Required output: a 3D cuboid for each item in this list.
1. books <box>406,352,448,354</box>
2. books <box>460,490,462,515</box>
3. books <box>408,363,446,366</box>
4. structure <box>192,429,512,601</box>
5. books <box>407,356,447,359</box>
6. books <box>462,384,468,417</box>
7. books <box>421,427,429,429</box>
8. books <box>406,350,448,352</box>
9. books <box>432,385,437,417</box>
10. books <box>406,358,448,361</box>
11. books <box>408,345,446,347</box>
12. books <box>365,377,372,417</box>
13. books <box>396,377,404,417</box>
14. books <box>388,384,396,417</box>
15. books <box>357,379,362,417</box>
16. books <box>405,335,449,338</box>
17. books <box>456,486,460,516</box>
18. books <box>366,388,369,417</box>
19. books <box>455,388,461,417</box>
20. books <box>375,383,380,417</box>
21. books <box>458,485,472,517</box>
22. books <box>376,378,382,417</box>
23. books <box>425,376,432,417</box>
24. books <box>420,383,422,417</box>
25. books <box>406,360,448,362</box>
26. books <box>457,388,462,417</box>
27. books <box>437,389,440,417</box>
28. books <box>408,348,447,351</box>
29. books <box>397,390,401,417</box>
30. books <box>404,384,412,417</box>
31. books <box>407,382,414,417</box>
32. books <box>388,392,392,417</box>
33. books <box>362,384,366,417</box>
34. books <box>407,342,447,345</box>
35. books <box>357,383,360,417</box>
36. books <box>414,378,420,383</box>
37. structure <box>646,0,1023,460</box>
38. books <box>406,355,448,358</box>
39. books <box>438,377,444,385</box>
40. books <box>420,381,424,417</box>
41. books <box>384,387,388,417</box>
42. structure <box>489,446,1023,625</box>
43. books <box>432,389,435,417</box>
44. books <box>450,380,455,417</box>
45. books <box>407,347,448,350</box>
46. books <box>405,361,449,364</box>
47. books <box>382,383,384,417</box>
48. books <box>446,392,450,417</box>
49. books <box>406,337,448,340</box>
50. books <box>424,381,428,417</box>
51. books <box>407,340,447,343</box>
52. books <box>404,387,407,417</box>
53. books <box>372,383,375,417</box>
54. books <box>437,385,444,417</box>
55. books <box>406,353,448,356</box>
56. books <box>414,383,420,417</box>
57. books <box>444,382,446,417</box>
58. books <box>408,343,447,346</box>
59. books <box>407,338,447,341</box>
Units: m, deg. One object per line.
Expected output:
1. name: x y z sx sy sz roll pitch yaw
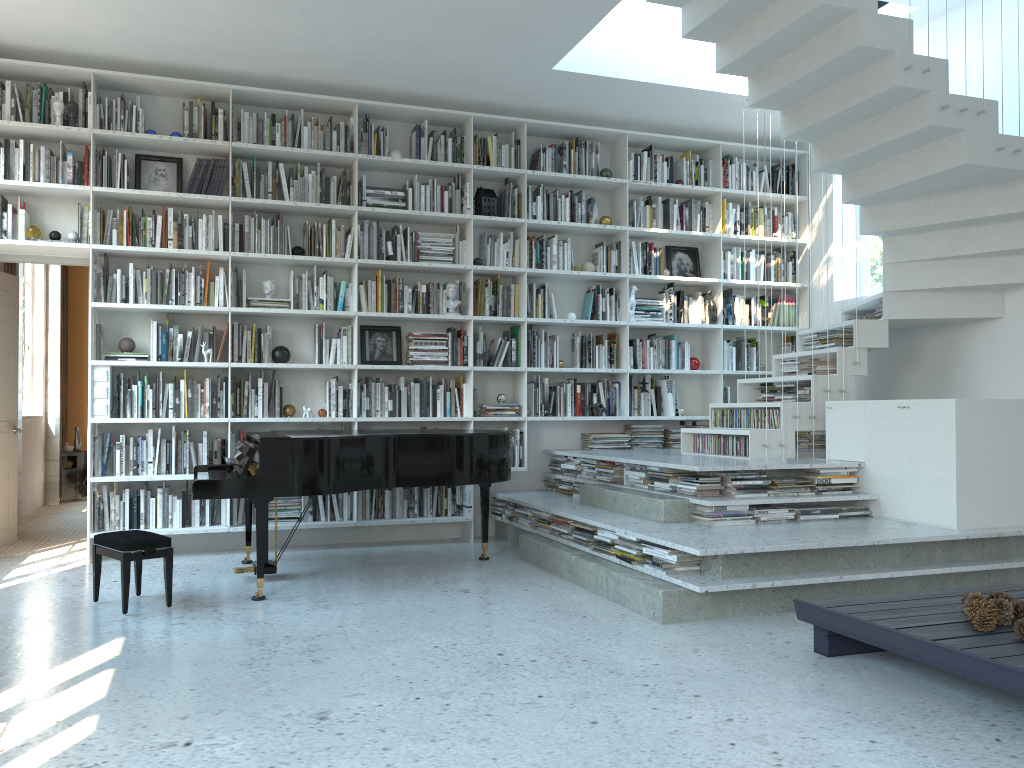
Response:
1. books: -0.629 -0.224 6.532 0.285 0.012 0.159 0 -2 -17
2. books: -0.401 0.877 6.586 0.023 0.182 0.148 0 -1 -19
3. books: -0.629 -0.141 6.530 0.254 0.012 0.161 0 -2 -17
4. structure: -0.867 0.699 5.243 1.918 0.832 1.335 0 -2 -19
5. books: -0.627 -0.189 6.525 0.254 0.012 0.161 1 -2 -24
6. books: -0.366 0.122 6.595 0.033 0.246 0.176 0 -1 -19
7. books: -0.635 0.463 6.438 0.013 0.303 0.181 0 -1 -19
8. books: -0.626 -0.236 6.525 0.285 0.012 0.159 0 -2 -14
9. books: -0.583 0.127 6.540 0.014 0.235 0.154 0 -1 -19
10. books: -0.626 -0.177 6.524 0.285 0.012 0.159 0 -2 -14
11. books: -0.628 -0.272 6.531 0.254 0.012 0.161 0 -2 -16
12. books: -1.035 0.095 6.397 0.027 0.290 0.140 0 -1 -19
13. books: -0.814 0.096 6.457 0.026 0.291 0.152 0 -1 -19
14. books: -0.871 0.122 6.425 0.029 0.238 0.166 0 -1 -19
15. books: -1.095 0.101 6.356 0.011 0.275 0.146 0 -1 -19
16. books: -0.626 -0.346 6.527 0.285 0.012 0.159 1 -2 -24
17. books: -0.422 0.859 6.565 0.029 0.217 0.191 0 -1 -19
18. books: -1.053 0.135 6.371 0.024 0.208 0.170 0 -1 -19
19. books: -0.424 0.139 6.579 0.042 0.212 0.169 0 -1 -19
20. books: -0.979 0.117 6.391 0.027 0.245 0.179 0 -1 -19
21. books: -0.350 0.832 6.532 0.038 0.269 0.277 0 -1 -19
22. books: -0.960 0.099 6.395 0.013 0.282 0.166 0 -1 -19
23. books: -0.615 0.095 6.520 0.012 0.296 0.178 0 -1 -19
24. books: -0.686 0.117 6.509 0.011 0.251 0.158 0 -1 -19
25. books: -0.629 -0.165 6.533 0.285 0.012 0.159 1 -2 -20
26. books: -0.399 0.137 6.589 0.011 0.216 0.166 0 -1 -19
27. books: -0.561 0.142 6.535 0.023 0.204 0.167 0 -1 -19
28. books: -0.626 -0.248 6.526 0.254 0.012 0.161 1 -2 -24
29. books: -0.833 0.143 6.435 0.023 0.196 0.165 0 -1 -19
30. books: -0.765 0.124 6.475 0.031 0.237 0.159 0 -1 -19
31. books: -0.744 0.116 6.499 0.025 0.254 0.136 0 -1 -19
32. books: -0.895 0.149 6.408 0.029 0.184 0.174 0 -1 -19
33. books: -1.074 0.122 6.352 0.027 0.234 0.167 0 -1 -19
34. books: -0.627 -0.297 6.529 0.254 0.012 0.161 1 -2 -23
35. books: -1.117 0.117 6.356 0.029 0.244 0.154 0 -1 -19
36. books: -0.700 0.100 6.511 0.014 0.286 0.134 0 -1 -19
37. structure: 1.804 -0.900 5.488 2.613 3.381 1.954 0 -1 -19
38. books: -0.630 -0.200 6.536 0.285 0.012 0.159 1 -2 -19
39. books: -0.525 0.098 6.561 0.014 0.293 0.137 0 -1 -19
40. books: -0.672 0.112 6.503 0.010 0.261 0.181 0 -1 -19
41. books: -0.921 0.132 6.404 0.023 0.217 0.174 0 -1 -19
42. structure: 1.551 0.804 5.771 2.899 0.659 3.113 1 -2 -19
43. books: -0.597 0.140 6.523 0.024 0.207 0.183 0 -1 -19
44. books: -0.460 0.109 6.578 0.026 0.272 0.175 0 -1 -19
45. books: -0.626 -0.260 6.526 0.285 0.012 0.159 0 -2 -14
46. books: -0.626 -0.153 6.524 0.285 0.012 0.159 1 -2 -24
47. books: -0.950 0.119 6.418 0.021 0.244 0.141 0 -1 -19
48. books: -0.489 0.153 6.554 0.023 0.183 0.169 0 -1 -19
49. books: -0.629 -0.333 6.534 0.285 0.012 0.159 0 -2 -17
50. books: -0.652 0.111 6.502 0.028 0.264 0.161 0 -1 -19
51. books: -0.628 -0.309 6.531 0.254 0.012 0.161 1 -2 -22
52. books: -0.793 0.132 6.473 0.025 0.220 0.140 0 -1 -19
53. books: -1.009 0.117 6.399 0.024 0.247 0.132 0 -1 -19
54. books: -0.539 0.127 6.543 0.023 0.234 0.175 0 -1 -19
55. books: -0.629 -0.212 6.534 0.285 0.012 0.159 0 -2 -18
56. books: -0.711 0.120 6.482 0.026 0.245 0.191 0 -1 -19
57. books: -0.514 0.117 6.572 0.014 0.256 0.145 0 -1 -19
58. books: -0.628 -0.284 6.531 0.254 0.012 0.161 1 -2 -22
59. books: -0.627 -0.321 6.530 0.254 0.012 0.161 1 -2 -23
